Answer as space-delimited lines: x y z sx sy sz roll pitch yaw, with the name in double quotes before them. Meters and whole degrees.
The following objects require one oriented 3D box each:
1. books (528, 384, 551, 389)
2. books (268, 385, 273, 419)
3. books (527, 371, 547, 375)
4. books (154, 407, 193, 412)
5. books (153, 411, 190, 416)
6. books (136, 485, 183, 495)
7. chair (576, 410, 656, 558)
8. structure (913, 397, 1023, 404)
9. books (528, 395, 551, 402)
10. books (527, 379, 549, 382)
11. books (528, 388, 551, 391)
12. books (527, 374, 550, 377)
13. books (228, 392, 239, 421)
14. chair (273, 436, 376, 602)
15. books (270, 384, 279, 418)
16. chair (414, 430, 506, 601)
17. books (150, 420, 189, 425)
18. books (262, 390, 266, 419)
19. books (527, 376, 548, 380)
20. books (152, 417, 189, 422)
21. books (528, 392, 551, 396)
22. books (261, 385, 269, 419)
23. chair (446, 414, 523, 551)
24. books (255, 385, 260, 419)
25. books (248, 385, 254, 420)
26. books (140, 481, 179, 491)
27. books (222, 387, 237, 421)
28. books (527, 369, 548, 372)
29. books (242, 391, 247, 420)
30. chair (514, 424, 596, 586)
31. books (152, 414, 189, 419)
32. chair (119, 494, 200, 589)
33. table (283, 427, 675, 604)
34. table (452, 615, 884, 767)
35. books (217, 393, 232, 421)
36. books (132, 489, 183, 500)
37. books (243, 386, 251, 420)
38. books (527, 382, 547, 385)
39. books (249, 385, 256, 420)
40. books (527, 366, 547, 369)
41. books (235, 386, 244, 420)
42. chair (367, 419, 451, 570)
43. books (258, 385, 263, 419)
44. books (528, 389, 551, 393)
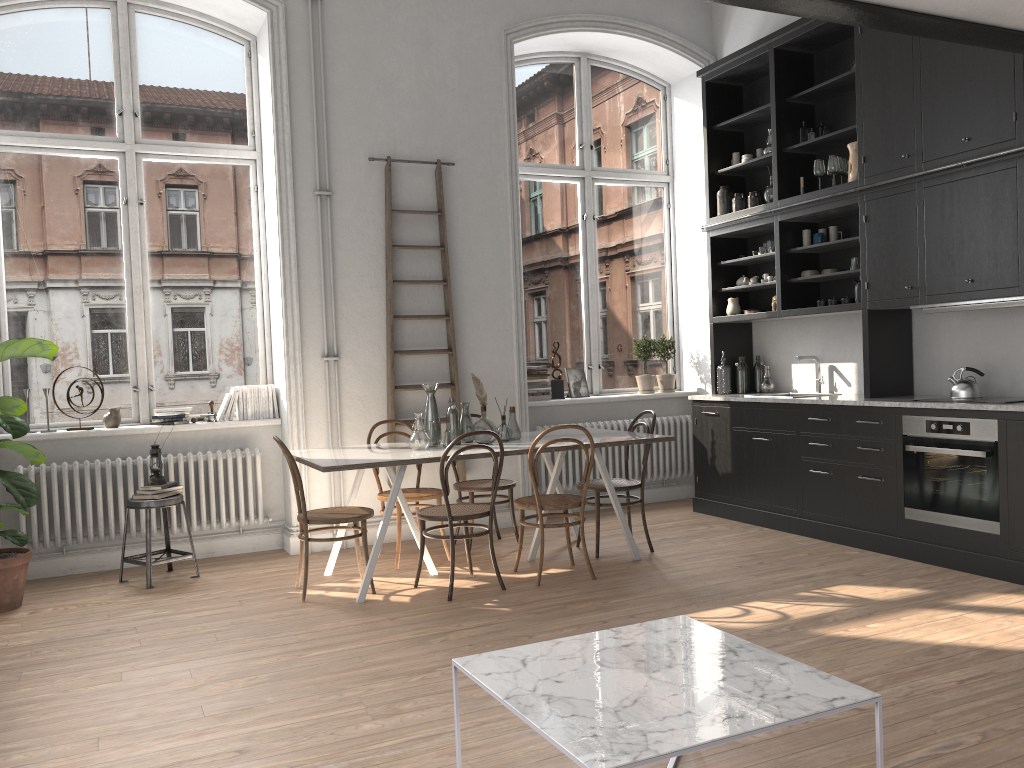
"books" 0.168 0.020 7.349 0.245 0.028 0.193 -3 2 -30
"books" -1.771 0.127 6.453 0.024 0.243 0.175 -3 2 -25
"books" 0.157 -0.091 7.338 0.231 0.023 0.162 -3 1 -9
"books" -2.353 0.178 6.172 0.243 0.019 0.174 -3 2 -15
"books" -2.361 0.204 6.146 0.205 0.020 0.155 -3 2 -35
"books" -2.233 0.669 5.623 0.163 0.029 0.232 -1 2 36
"chair" 0.697 0.648 5.927 0.549 0.921 0.438 -3 2 -13
"structure" 2.726 0.093 5.162 0.427 0.011 0.592 -3 2 -25
"books" 0.169 0.117 7.334 0.248 0.043 0.192 -3 2 -25
"books" 0.173 -0.028 7.352 0.222 0.024 0.158 -3 2 -25
"books" 0.170 0.042 7.349 0.255 0.014 0.192 -3 2 -22
"books" 0.166 -0.070 7.343 0.243 0.019 0.174 -3 2 -25
"books" -1.996 0.158 6.347 0.072 0.203 0.155 -3 2 -25
"chair" -1.075 0.740 5.122 0.549 0.921 0.438 -3 2 -17
"books" -1.741 0.125 6.465 0.040 0.244 0.174 -3 2 -25
"chair" -0.301 0.711 5.032 0.437 0.921 0.549 -3 2 -30
"books" -2.375 0.270 6.159 0.221 0.023 0.147 -2 2 24
"books" -1.813 0.148 6.433 0.020 0.205 0.155 -3 2 -25
"books" 0.172 -0.050 7.345 0.205 0.022 0.155 -3 2 -30
"books" -2.369 0.247 6.157 0.205 0.022 0.155 -2 1 -5
"books" 0.170 0.084 7.333 0.249 0.023 0.175 -3 2 -29
"books" -1.802 0.128 6.461 0.024 0.243 0.175 -3 2 -25
"chair" -0.209 0.677 6.200 0.438 0.921 0.549 -3 2 -18
"books" -1.862 0.131 6.432 0.024 0.243 0.175 -3 2 -25
"books" -1.890 0.133 6.395 0.019 0.244 0.174 -3 2 -25
"books" -2.233 0.647 5.623 0.147 0.027 0.221 -2 1 7
"books" -2.019 0.143 6.335 0.100 0.235 0.174 -3 2 -25
"books" 0.169 -0.113 7.343 0.205 0.020 0.155 -3 2 -25
"books" -1.930 0.154 6.378 0.020 0.205 0.155 -3 2 -25
"chair" 0.244 0.683 5.247 0.438 0.921 0.549 -3 2 -14
"books" -2.367 0.225 6.156 0.221 0.023 0.147 -3 1 -9
"chair" -2.232 0.972 5.588 0.360 0.523 0.364 -1 2 39
"table" -0.199 0.762 5.558 2.200 0.780 1.100 -3 2 -25
"table" 0.390 1.008 2.481 0.849 0.392 0.849 -3 2 -25
"books" -2.056 0.165 6.323 0.105 0.194 0.155 -3 2 -26
"books" -2.242 0.696 5.616 0.194 0.034 0.246 -2 2 15
"books" -1.906 0.134 6.378 0.024 0.243 0.175 -3 2 -25
"books" 0.173 -0.005 7.346 0.205 0.022 0.155 -3 1 -11
"books" -1.880 0.132 6.419 0.019 0.244 0.174 -3 2 -25
"books" 0.159 -0.134 7.349 0.201 0.024 0.159 -3 2 -35
"books" -1.963 0.136 6.385 0.024 0.243 0.175 -3 2 -25
"chair" -0.694 0.705 5.886 0.438 0.921 0.549 -3 2 -27
"books" -1.834 0.130 6.421 0.019 0.244 0.174 -3 2 -25
"books" 0.169 0.061 7.332 0.249 0.023 0.175 -3 2 -24
